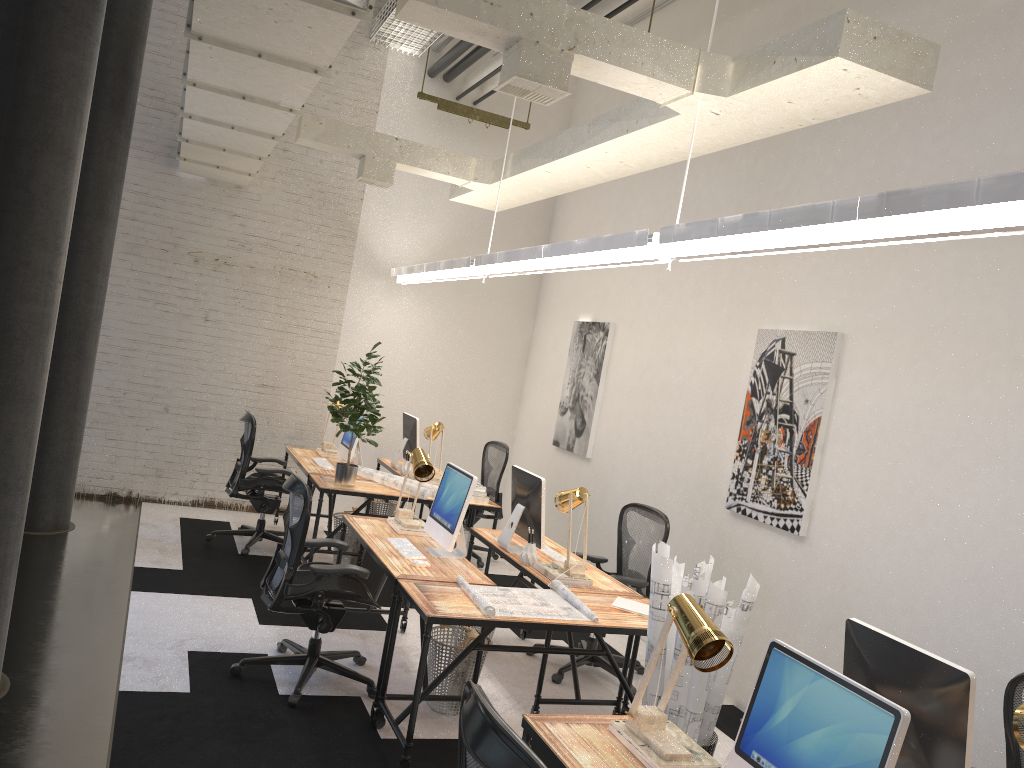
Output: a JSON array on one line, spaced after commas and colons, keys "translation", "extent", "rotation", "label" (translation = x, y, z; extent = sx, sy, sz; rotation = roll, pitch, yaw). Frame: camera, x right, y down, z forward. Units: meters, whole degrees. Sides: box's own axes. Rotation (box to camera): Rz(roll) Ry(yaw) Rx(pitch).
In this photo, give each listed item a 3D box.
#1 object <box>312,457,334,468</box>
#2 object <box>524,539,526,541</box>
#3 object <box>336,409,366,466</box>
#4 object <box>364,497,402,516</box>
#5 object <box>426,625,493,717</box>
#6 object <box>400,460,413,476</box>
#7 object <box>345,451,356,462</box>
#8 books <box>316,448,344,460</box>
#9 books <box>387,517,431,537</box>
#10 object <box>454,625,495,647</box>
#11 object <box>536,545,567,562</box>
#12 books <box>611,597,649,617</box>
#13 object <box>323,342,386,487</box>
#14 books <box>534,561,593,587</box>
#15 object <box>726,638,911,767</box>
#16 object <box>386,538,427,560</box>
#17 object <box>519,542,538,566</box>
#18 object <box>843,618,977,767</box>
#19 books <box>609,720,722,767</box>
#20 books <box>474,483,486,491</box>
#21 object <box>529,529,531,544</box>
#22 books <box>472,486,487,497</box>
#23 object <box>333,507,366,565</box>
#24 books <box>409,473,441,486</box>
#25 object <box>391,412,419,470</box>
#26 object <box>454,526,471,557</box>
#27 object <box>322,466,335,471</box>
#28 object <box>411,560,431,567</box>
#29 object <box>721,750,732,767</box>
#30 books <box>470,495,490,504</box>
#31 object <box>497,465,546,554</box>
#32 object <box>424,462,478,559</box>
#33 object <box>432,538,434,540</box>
[{"translation": [-1.567, 0.648, 7.332], "extent": [0.119, 0.018, 0.438], "rotation": [10, 1, -22], "label": "object"}, {"translation": [0.125, 0.998, 5.718], "extent": [0.106, 0.029, 0.059], "rotation": [10, 1, -21], "label": "object"}, {"translation": [-1.313, 0.455, 7.382], "extent": [0.190, 0.485, 0.483], "rotation": [9, 2, -22], "label": "object"}, {"translation": [-1.209, 1.219, 8.138], "extent": [0.353, 0.435, 0.358], "rotation": [9, 2, -25], "label": "object"}, {"translation": [-0.302, 1.478, 4.643], "extent": [0.353, 0.435, 0.358], "rotation": [9, 2, -25], "label": "object"}, {"translation": [-0.888, 0.710, 7.493], "extent": [0.101, 0.127, 0.101], "rotation": [11, 2, 23], "label": "object"}, {"translation": [-1.411, 0.613, 7.725], "extent": [0.101, 0.127, 0.101], "rotation": [11, 2, 23], "label": "object"}, {"translation": [-1.607, 0.618, 7.883], "extent": [0.226, 0.038, 0.308], "rotation": [10, 1, -22], "label": "books"}, {"translation": [-0.620, 0.869, 5.405], "extent": [0.226, 0.038, 0.308], "rotation": [10, 1, -22], "label": "books"}, {"translation": [-0.223, 1.470, 5.660], "extent": [0.353, 0.435, 0.358], "rotation": [9, 2, -25], "label": "object"}, {"translation": [0.236, 1.031, 5.411], "extent": [0.119, 0.018, 0.438], "rotation": [10, 1, -22], "label": "object"}, {"translation": [0.631, 1.123, 4.443], "extent": [0.243, 0.019, 0.205], "rotation": [10, 1, 16], "label": "books"}, {"translation": [-1.155, 0.203, 6.485], "extent": [0.439, 1.078, 0.513], "rotation": [9, 2, -31], "label": "object"}, {"translation": [0.280, 1.040, 4.859], "extent": [0.226, 0.038, 0.308], "rotation": [10, 1, -22], "label": "books"}, {"translation": [0.760, 0.957, 2.234], "extent": [0.190, 0.485, 0.483], "rotation": [9, 2, -22], "label": "object"}, {"translation": [-0.580, 0.899, 4.854], "extent": [0.119, 0.018, 0.438], "rotation": [10, 1, -22], "label": "object"}, {"translation": [0.099, 0.961, 5.015], "extent": [0.101, 0.127, 0.101], "rotation": [11, 2, 23], "label": "object"}, {"translation": [1.150, 1.016, 2.674], "extent": [0.190, 0.485, 0.483], "rotation": [9, 2, -22], "label": "object"}, {"translation": [0.466, 1.119, 2.735], "extent": [0.226, 0.038, 0.308], "rotation": [10, 1, -22], "label": "books"}, {"translation": [-0.303, 0.787, 6.868], "extent": [0.153, 0.030, 0.184], "rotation": [9, 1, -24], "label": "books"}, {"translation": [0.100, 0.920, 5.000], "extent": [0.054, 0.207, 0.008], "rotation": [9, 3, -35], "label": "object"}, {"translation": [-0.294, 0.820, 6.874], "extent": [0.193, 0.044, 0.257], "rotation": [10, 1, -4], "label": "books"}, {"translation": [-1.288, 1.228, 7.121], "extent": [0.353, 0.435, 0.358], "rotation": [9, 2, -25], "label": "object"}, {"translation": [-0.707, 0.789, 7.337], "extent": [0.226, 0.038, 0.308], "rotation": [10, 1, -22], "label": "books"}, {"translation": [-0.923, 0.515, 7.822], "extent": [0.190, 0.485, 0.483], "rotation": [9, 2, -22], "label": "object"}, {"translation": [-0.621, 1.341, 6.998], "extent": [0.544, 0.455, 0.221], "rotation": [9, 2, -22], "label": "object"}, {"translation": [-1.454, 0.668, 7.025], "extent": [0.106, 0.029, 0.059], "rotation": [10, 1, -21], "label": "object"}, {"translation": [-0.467, 0.919, 4.547], "extent": [0.106, 0.029, 0.059], "rotation": [10, 1, -21], "label": "object"}, {"translation": [0.662, 1.114, 2.576], "extent": [0.101, 0.127, 0.101], "rotation": [11, 2, 23], "label": "object"}, {"translation": [-0.318, 0.864, 6.854], "extent": [0.200, 0.050, 0.271], "rotation": [9, 1, -24], "label": "books"}, {"translation": [0.063, 0.765, 5.344], "extent": [0.190, 0.485, 0.483], "rotation": [9, 2, -22], "label": "object"}, {"translation": [-0.327, 0.706, 4.904], "extent": [0.190, 0.485, 0.483], "rotation": [9, 2, -22], "label": "object"}, {"translation": [-0.425, 0.863, 5.247], "extent": [0.101, 0.127, 0.101], "rotation": [11, 2, 23], "label": "object"}]
